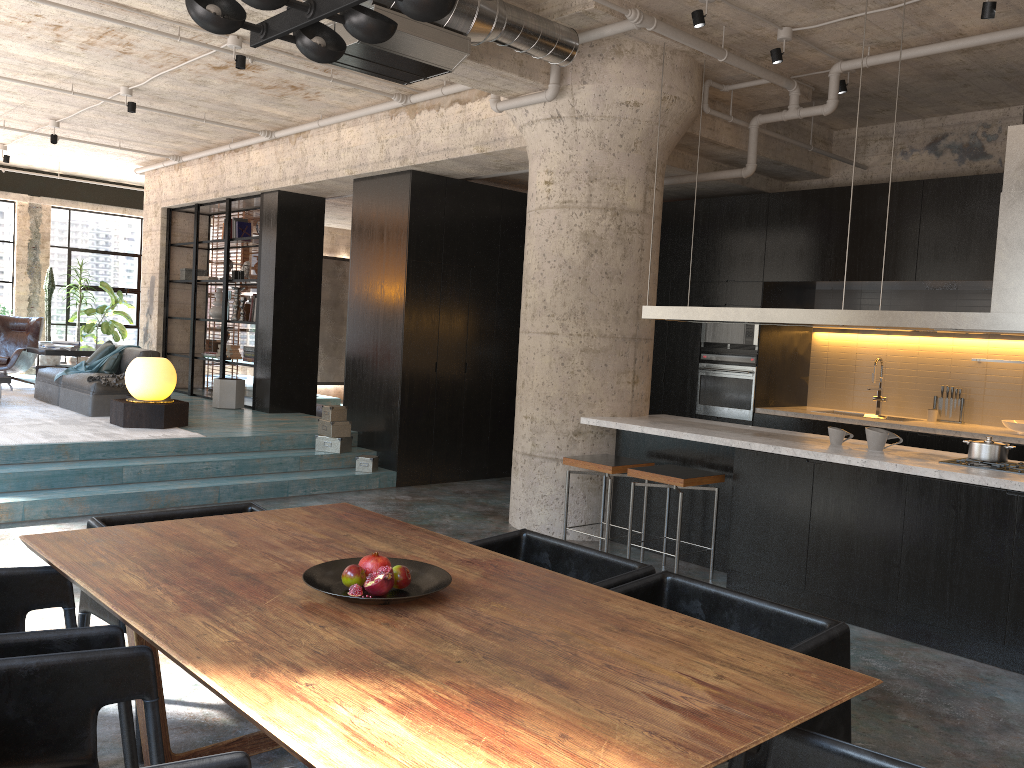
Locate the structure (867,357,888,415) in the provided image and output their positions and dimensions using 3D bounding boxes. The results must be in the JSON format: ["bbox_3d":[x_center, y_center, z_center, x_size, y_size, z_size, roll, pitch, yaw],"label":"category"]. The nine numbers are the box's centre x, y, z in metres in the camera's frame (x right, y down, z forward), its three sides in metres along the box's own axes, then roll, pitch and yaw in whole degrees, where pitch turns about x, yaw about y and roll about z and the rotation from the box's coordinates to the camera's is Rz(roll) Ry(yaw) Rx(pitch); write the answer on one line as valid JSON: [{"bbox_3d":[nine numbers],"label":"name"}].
[{"bbox_3d":[3.479,0.024,8.469,0.269,0.559,0.125,0,4,-43],"label":"structure"}]

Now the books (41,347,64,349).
[{"bbox_3d":[-5.552,-0.439,10.878,0.318,0.011,0.252,5,4,24],"label":"books"}]

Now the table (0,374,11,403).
[{"bbox_3d":[-6.159,0.020,9.670,0.900,0.309,1.500,0,4,-43],"label":"table"}]

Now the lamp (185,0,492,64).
[{"bbox_3d":[-0.271,-1.751,2.445,0.583,1.327,1.813,0,4,-43],"label":"lamp"}]

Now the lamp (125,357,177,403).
[{"bbox_3d":[-3.470,-0.044,8.525,0.462,0.417,0.462,2,3,-15],"label":"lamp"}]

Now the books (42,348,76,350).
[{"bbox_3d":[-5.563,-0.430,10.890,0.318,0.011,0.252,5,4,34],"label":"books"}]

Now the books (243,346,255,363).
[{"bbox_3d":[-3.214,-0.373,11.309,0.274,0.197,0.393,0,4,-43],"label":"books"}]

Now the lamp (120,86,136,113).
[{"bbox_3d":[-3.652,-2.700,8.428,0.107,0.215,0.141,5,4,30],"label":"lamp"}]

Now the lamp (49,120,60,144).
[{"bbox_3d":[-5.217,-2.867,10.117,0.107,0.252,0.144,3,3,-11],"label":"lamp"}]

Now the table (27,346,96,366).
[{"bbox_3d":[-5.595,-0.159,11.221,0.800,0.570,0.800,0,4,-43],"label":"table"}]

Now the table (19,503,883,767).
[{"bbox_3d":[-0.415,0.992,2.605,1.299,0.756,2.410,0,4,-43],"label":"table"}]

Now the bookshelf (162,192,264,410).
[{"bbox_3d":[-3.727,-1.080,11.727,0.628,2.571,2.900,0,4,-43],"label":"bookshelf"}]

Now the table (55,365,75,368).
[{"bbox_3d":[-5.251,-0.022,10.748,0.420,0.390,0.413,0,4,-43],"label":"table"}]

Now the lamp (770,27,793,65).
[{"bbox_3d":[1.904,-2.381,6.266,0.145,0.236,0.107,5,4,30],"label":"lamp"}]

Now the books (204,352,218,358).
[{"bbox_3d":[-3.986,-0.391,11.995,0.319,0.068,0.231,6,4,39],"label":"books"}]

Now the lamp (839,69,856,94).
[{"bbox_3d":[2.601,-2.378,6.910,0.145,0.236,0.107,5,4,30],"label":"lamp"}]

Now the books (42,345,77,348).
[{"bbox_3d":[-5.560,-0.462,10.903,0.318,0.011,0.252,5,4,29],"label":"books"}]

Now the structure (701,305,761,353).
[{"bbox_3d":[2.387,-0.551,9.027,0.612,0.450,0.659,0,4,-43],"label":"structure"}]

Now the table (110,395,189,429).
[{"bbox_3d":[-3.604,0.264,8.671,0.616,0.230,1.044,0,4,-43],"label":"table"}]

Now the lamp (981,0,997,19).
[{"bbox_3d":[2.820,-2.273,5.262,0.107,0.236,0.145,5,4,30],"label":"lamp"}]

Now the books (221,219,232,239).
[{"bbox_3d":[-3.666,-2.007,11.617,0.216,0.290,0.231,0,4,-43],"label":"books"}]

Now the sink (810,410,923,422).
[{"bbox_3d":[3.342,0.364,8.389,0.458,0.134,0.890,0,4,-43],"label":"sink"}]

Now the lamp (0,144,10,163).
[{"bbox_3d":[-6.763,-3.066,11.803,0.143,0.223,0.107,1,4,-30],"label":"lamp"}]

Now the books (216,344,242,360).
[{"bbox_3d":[-3.747,-0.424,11.758,0.257,0.188,0.306,4,3,12],"label":"books"}]

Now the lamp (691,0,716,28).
[{"bbox_3d":[1.218,-2.384,5.632,0.145,0.236,0.107,5,4,30],"label":"lamp"}]

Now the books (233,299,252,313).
[{"bbox_3d":[-3.628,-1.001,11.962,0.147,0.299,0.547,0,4,-43],"label":"books"}]

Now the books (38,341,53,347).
[{"bbox_3d":[-5.834,-0.496,11.209,0.278,0.075,0.320,1,4,-38],"label":"books"}]

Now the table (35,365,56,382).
[{"bbox_3d":[-5.751,-0.051,11.074,0.365,0.340,0.316,4,3,17],"label":"table"}]

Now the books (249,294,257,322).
[{"bbox_3d":[-3.195,-0.960,11.218,0.216,0.354,0.256,0,4,-43],"label":"books"}]

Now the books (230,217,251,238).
[{"bbox_3d":[-3.501,-1.991,11.434,0.221,0.298,0.258,0,4,-43],"label":"books"}]

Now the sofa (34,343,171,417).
[{"bbox_3d":[-4.545,-0.091,9.971,1.019,0.680,2.063,0,4,-43],"label":"sofa"}]

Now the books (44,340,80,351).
[{"bbox_3d":[-5.504,-0.469,10.844,0.322,0.109,0.273,3,3,-3],"label":"books"}]

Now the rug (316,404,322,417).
[{"bbox_3d":[-2.831,0.468,12.644,0.541,0.377,1.759,0,4,-43],"label":"rug"}]

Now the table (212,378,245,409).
[{"bbox_3d":[-3.391,0.109,10.622,0.365,0.340,0.316,3,3,-13],"label":"table"}]

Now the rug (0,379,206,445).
[{"bbox_3d":[-6.445,0.148,9.813,2.954,0.032,7.768,0,4,-43],"label":"rug"}]

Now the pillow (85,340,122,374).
[{"bbox_3d":[-4.620,-0.294,9.983,0.320,0.393,0.670,1,4,-36],"label":"pillow"}]

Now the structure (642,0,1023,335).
[{"bbox_3d":[2.248,-1.387,5.390,0.538,2.100,3.117,0,4,-43],"label":"structure"}]

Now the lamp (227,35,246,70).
[{"bbox_3d":[-2.094,-2.514,6.731,0.107,0.215,0.141,5,4,30],"label":"lamp"}]

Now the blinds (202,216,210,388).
[{"bbox_3d":[-3.480,-0.889,11.983,0.136,3.160,2.915,0,4,-43],"label":"blinds"}]

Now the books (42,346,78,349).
[{"bbox_3d":[-5.556,-0.451,10.896,0.318,0.011,0.252,5,4,24],"label":"books"}]

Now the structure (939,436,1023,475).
[{"bbox_3d":[2.870,0.383,4.855,0.506,0.187,0.833,0,4,-43],"label":"structure"}]

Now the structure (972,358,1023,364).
[{"bbox_3d":[4.570,-0.033,7.648,0.074,0.315,1.171,0,4,-43],"label":"structure"}]
